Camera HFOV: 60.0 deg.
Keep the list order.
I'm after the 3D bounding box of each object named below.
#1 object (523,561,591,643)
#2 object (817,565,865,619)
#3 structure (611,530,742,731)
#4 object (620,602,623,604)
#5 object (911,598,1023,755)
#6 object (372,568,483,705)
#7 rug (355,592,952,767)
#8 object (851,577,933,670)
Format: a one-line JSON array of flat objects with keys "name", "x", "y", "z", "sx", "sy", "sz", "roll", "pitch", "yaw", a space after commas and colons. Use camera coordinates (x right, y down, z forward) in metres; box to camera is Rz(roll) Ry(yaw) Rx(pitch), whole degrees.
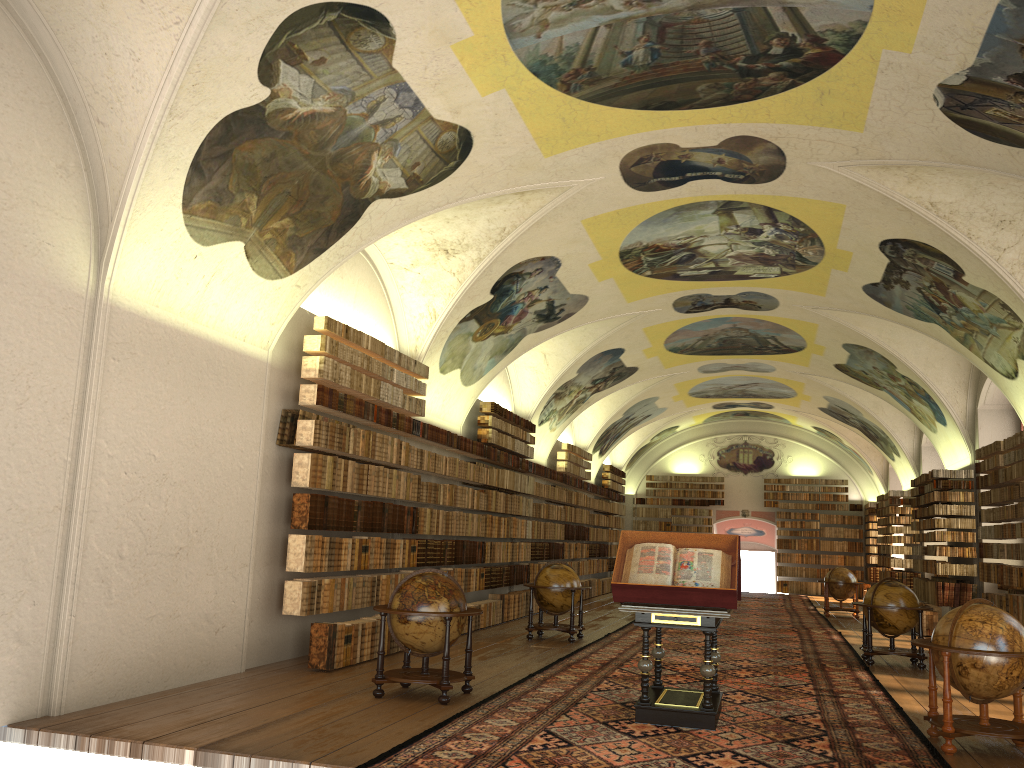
[{"name": "object", "x": 0.842, "y": 4.062, "z": 16.693, "sx": 1.281, "sy": 1.444, "sz": 1.281, "roll": 9, "pitch": -11, "yaw": -36}, {"name": "object", "x": 9.442, "y": 5.945, "z": 25.456, "sx": 1.280, "sy": 1.444, "sz": 1.281, "roll": 8, "pitch": -11, "yaw": -31}, {"name": "structure", "x": 1.850, "y": 2.635, "z": 9.727, "sx": 1.245, "sy": 1.975, "sz": 1.897, "roll": 0, "pitch": -10, "yaw": 16}, {"name": "object", "x": 3.823, "y": 5.985, "z": 27.083, "sx": 1.280, "sy": 1.444, "sz": 1.281, "roll": 8, "pitch": -11, "yaw": -31}, {"name": "object", "x": 4.626, "y": 2.846, "z": 8.716, "sx": 1.281, "sy": 1.444, "sz": 1.281, "roll": 9, "pitch": -11, "yaw": -36}, {"name": "object", "x": -0.988, "y": 2.885, "z": 10.330, "sx": 1.280, "sy": 1.444, "sz": 1.282, "roll": 6, "pitch": -10, "yaw": -21}, {"name": "rug", "x": 4.680, "y": 5.314, "z": 19.020, "sx": 4.704, "sy": 0.064, "sz": 37.019, "roll": 0, "pitch": -10, "yaw": 16}, {"name": "object", "x": 6.458, "y": 4.024, "z": 15.079, "sx": 1.280, "sy": 1.444, "sz": 1.282, "roll": 6, "pitch": -10, "yaw": -21}]
